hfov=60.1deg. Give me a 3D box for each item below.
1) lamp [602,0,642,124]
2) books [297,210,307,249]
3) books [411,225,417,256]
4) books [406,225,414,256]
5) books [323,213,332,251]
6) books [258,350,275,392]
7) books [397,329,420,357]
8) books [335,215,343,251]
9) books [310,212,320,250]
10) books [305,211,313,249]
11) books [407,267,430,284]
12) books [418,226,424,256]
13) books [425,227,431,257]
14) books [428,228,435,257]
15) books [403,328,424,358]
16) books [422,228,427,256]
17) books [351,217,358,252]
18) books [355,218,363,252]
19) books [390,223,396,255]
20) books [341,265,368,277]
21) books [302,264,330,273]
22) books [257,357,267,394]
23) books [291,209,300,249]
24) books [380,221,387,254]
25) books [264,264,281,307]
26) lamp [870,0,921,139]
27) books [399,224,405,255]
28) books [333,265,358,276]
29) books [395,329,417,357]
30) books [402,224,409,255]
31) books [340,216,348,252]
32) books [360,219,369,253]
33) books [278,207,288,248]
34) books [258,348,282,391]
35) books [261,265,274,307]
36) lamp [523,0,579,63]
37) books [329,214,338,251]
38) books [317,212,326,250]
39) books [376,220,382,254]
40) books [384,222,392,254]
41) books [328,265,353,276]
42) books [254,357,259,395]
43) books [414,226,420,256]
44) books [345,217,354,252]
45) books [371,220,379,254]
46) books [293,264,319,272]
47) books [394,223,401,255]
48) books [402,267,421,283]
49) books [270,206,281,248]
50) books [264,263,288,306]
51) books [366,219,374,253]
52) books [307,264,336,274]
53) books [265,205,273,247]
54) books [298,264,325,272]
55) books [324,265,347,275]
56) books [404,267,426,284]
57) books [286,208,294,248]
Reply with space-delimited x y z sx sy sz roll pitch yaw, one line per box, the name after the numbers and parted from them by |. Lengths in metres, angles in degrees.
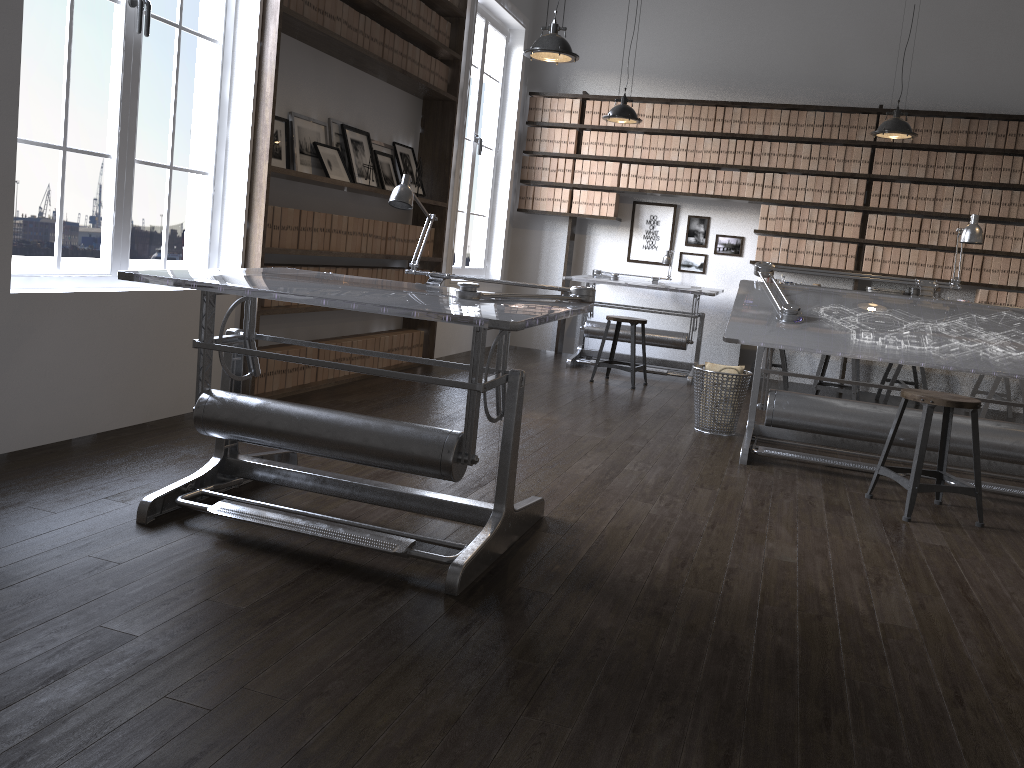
0.960 -3.133 6.701 0.310 2.241 0.314 6 6 -3 | lamp
-1.277 -0.894 5.096 0.175 0.224 0.067 8 6 17 | books
-0.808 -1.069 6.567 0.175 0.224 0.067 8 6 17 | books
-0.824 -1.061 6.503 0.175 0.224 0.067 8 6 17 | books
-1.194 -0.927 5.371 0.175 0.224 0.067 8 6 17 | books
-1.429 -0.077 4.961 0.175 0.224 0.067 8 6 17 | books
-0.816 -0.306 6.884 0.175 0.224 0.067 8 6 17 | books
-1.152 -0.942 5.498 0.175 0.224 0.067 8 6 17 | books
-1.234 -0.911 5.235 0.175 0.224 0.067 8 6 17 | books
-1.260 -0.903 5.169 0.175 0.224 0.067 8 6 17 | books
-0.742 -0.787 6.897 0.175 0.224 0.067 8 6 17 | books
-0.765 -1.083 6.689 0.175 0.224 0.067 8 6 17 | books
-0.728 -1.100 6.824 0.175 0.224 0.067 8 6 17 | books
-0.702 -1.106 6.884 0.175 0.224 0.067 8 6 17 | books
-0.790 -0.314 6.956 0.175 0.224 0.067 8 6 17 | books
-0.748 -1.092 6.757 0.175 0.224 0.067 8 6 17 | books
-1.090 -0.965 5.694 0.175 0.224 0.067 8 6 17 | books
-1.070 -0.974 5.761 0.175 0.224 0.067 8 6 17 | books
-0.916 -1.030 6.238 0.175 0.224 0.067 8 6 17 | books
-1.062 -0.669 5.906 0.175 0.224 0.067 8 6 17 | books
-1.218 -0.613 5.432 0.175 0.224 0.067 8 6 17 | books
-1.454 -0.069 4.895 0.175 0.224 0.067 8 6 17 | books
-1.305 -0.886 5.028 0.175 0.224 0.067 8 6 17 | books
-0.961 -1.013 6.097 0.175 0.224 0.067 8 6 17 | books
-1.380 -0.550 4.906 0.175 0.224 0.067 8 6 17 | books
2.805 -2.856 6.128 0.310 2.241 0.314 6 6 -3 | lamp
-0.872 -1.046 6.373 0.175 0.224 0.067 8 6 17 | books
-1.108 -0.654 5.776 0.175 0.224 0.067 8 6 17 | books
-0.833 -0.297 6.812 0.175 0.224 0.067 8 6 17 | books
-0.850 -1.054 6.440 0.175 0.224 0.067 8 6 17 | books
-1.131 -0.949 5.558 0.175 0.224 0.067 8 6 17 | books
-1.045 -0.981 5.826 0.175 0.224 0.067 8 6 17 | books
-1.338 -0.871 4.903 0.175 0.224 0.067 8 6 17 | books
-1.408 -0.085 5.030 0.175 0.224 0.067 8 6 17 | books
-1.402 -0.542 4.837 0.175 0.224 0.067 8 6 17 | books
0.329 -2.902 4.751 0.310 2.241 0.314 6 6 -3 | lamp
-1.168 -0.934 5.434 0.175 0.224 0.067 8 6 17 | books
-1.216 -0.919 5.304 0.175 0.224 0.067 8 6 17 | books
-0.982 -1.005 6.024 0.175 0.224 0.067 8 6 17 | books
-0.934 -1.021 6.165 0.175 0.224 0.067 8 6 17 | books
-1.125 -0.645 5.704 0.175 0.224 0.067 8 6 17 | books
-1.477 -0.062 4.830 0.175 0.224 0.067 8 6 17 | books
-0.787 -1.076 6.627 0.175 0.224 0.067 8 6 17 | books
-1.107 -0.957 5.626 0.175 0.224 0.067 8 6 17 | books
-0.997 -0.997 5.963 0.175 0.224 0.067 8 6 17 | books
-1.258 -0.598 5.304 0.175 0.224 0.067 8 6 17 | books
-0.890 -1.038 6.304 0.175 0.224 0.067 8 6 17 | books
-0.789 -0.772 6.764 0.175 0.224 0.067 8 6 17 | books
-1.360 -0.863 4.835 0.175 0.224 0.067 8 6 17 | books
-1.361 -0.559 4.976 0.175 0.224 0.067 8 6 17 | books
-1.020 -0.989 5.894 0.175 0.224 0.067 8 6 17 | books
-1.196 -0.621 5.500 0.175 0.224 0.067 8 6 17 | books
-1.386 -0.855 4.767 0.175 0.224 0.067 8 6 17 | books
-1.233 -0.605 5.366 0.175 0.224 0.067 8 6 17 | books
-1.153 -0.637 5.635 0.175 0.224 0.067 8 6 17 | books
-0.768 -0.780 6.831 0.175 0.224 0.067 8 6 17 | books
-1.323 -0.879 4.965 0.175 0.224 0.067 8 6 17 | books
